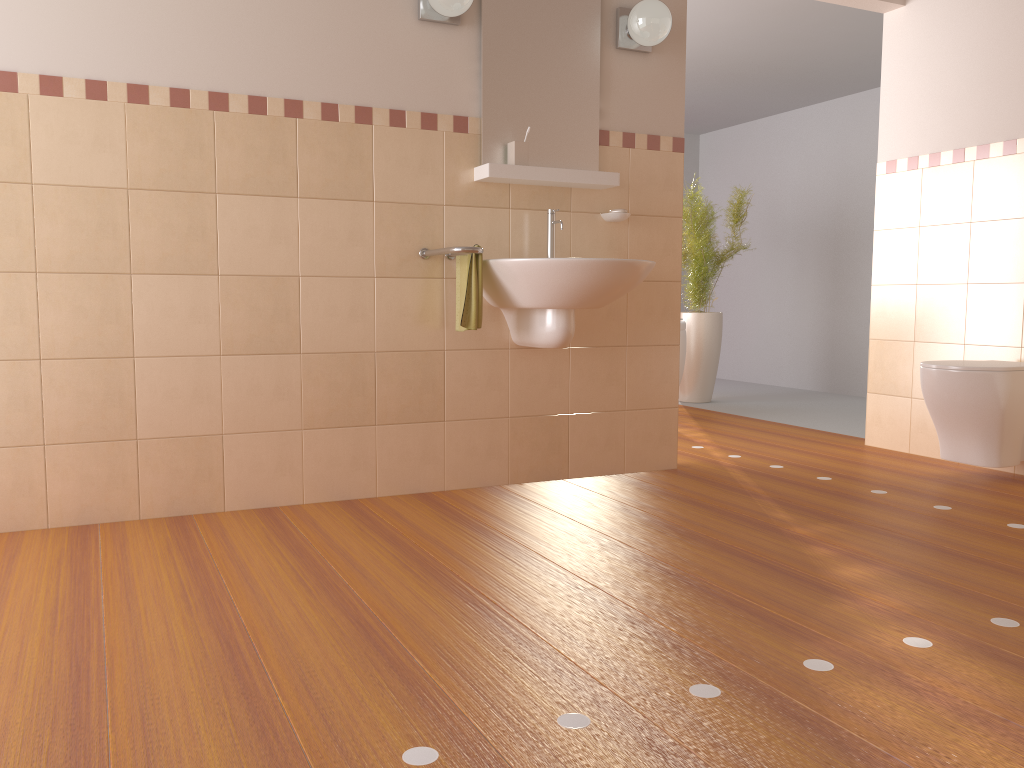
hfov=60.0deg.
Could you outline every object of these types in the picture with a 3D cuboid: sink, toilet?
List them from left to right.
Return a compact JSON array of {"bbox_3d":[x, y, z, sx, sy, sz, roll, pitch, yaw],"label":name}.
[{"bbox_3d":[0.220,-0.386,3.217,0.683,0.516,0.539,-2,6,-25],"label":"sink"},{"bbox_3d":[1.896,0.115,3.576,0.534,0.400,0.375,-2,6,-25],"label":"toilet"}]

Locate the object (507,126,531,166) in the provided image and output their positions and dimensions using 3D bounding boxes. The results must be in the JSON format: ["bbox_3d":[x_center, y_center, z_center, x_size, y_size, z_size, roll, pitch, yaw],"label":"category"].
[{"bbox_3d":[0.027,-0.878,3.291,0.063,0.149,0.073,-2,6,-25],"label":"object"}]

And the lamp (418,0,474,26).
[{"bbox_3d":[-0.221,-1.368,3.094,0.173,0.173,0.209,-2,6,-25],"label":"lamp"}]

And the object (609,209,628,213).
[{"bbox_3d":[0.423,-0.685,3.531,0.075,0.023,0.050,3,6,29],"label":"object"}]

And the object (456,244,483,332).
[{"bbox_3d":[-0.151,-0.338,3.152,0.085,0.306,0.181,-1,6,-9],"label":"object"}]

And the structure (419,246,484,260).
[{"bbox_3d":[-0.204,-0.464,3.119,0.142,0.042,0.333,-2,6,-25],"label":"structure"}]

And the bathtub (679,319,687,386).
[{"bbox_3d":[0.223,-0.226,5.252,1.874,0.900,0.888,-2,6,-25],"label":"bathtub"}]

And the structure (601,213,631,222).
[{"bbox_3d":[0.422,-0.663,3.532,0.117,0.029,0.092,-2,6,-25],"label":"structure"}]

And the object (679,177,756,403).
[{"bbox_3d":[1.418,-0.649,6.279,0.683,1.557,1.335,1,6,7],"label":"object"}]

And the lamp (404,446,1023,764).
[{"bbox_3d":[-0.145,0.442,2.977,3.173,0.001,2.893,-2,6,-25],"label":"lamp"}]

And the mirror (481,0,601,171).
[{"bbox_3d":[0.116,-1.219,3.365,0.502,0.799,0.008,-2,6,-25],"label":"mirror"}]

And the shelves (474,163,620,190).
[{"bbox_3d":[0.136,-0.784,3.360,0.554,0.050,0.138,-2,6,-25],"label":"shelves"}]

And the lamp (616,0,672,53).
[{"bbox_3d":[0.525,-1.399,3.446,0.173,0.173,0.209,-2,6,-25],"label":"lamp"}]
